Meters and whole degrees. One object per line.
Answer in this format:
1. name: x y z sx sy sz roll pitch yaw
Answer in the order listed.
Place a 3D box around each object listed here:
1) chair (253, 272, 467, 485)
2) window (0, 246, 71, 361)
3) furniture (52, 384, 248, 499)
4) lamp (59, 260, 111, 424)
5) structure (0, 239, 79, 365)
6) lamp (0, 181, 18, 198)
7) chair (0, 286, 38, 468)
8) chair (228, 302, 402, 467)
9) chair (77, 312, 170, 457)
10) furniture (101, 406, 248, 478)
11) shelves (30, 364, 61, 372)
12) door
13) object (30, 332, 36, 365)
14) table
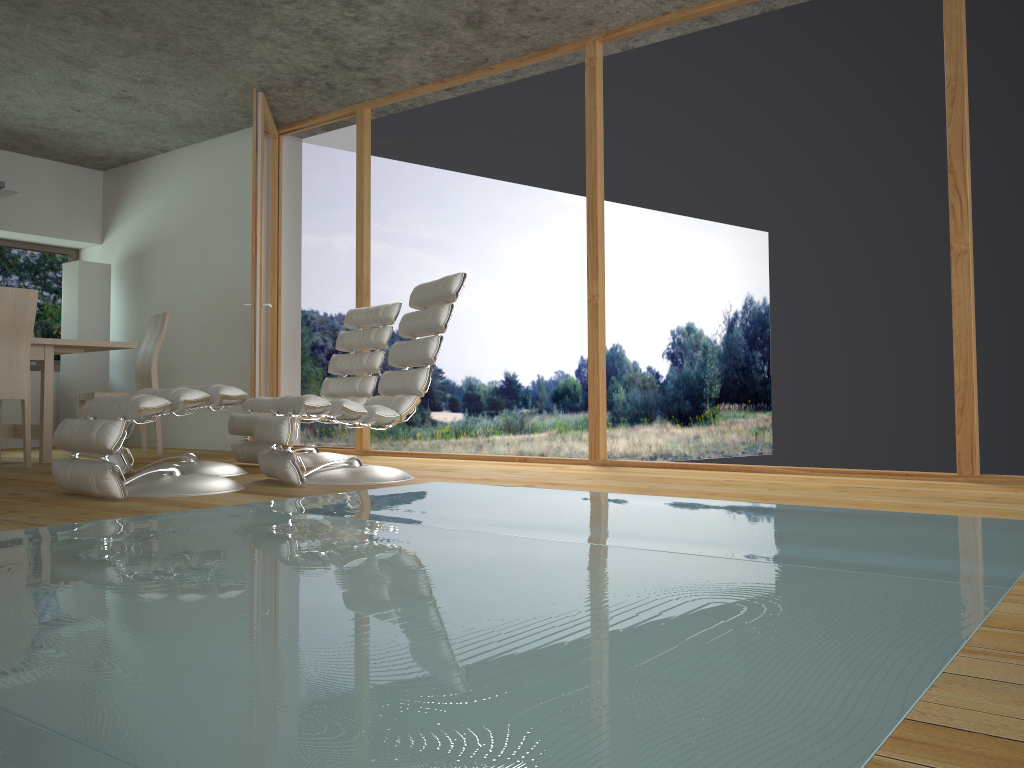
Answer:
1. chair: -0.713 -0.037 4.182 0.913 0.970 0.569 1 -3 -28
2. window: -5.296 -0.723 6.454 0.012 0.979 4.184 -2 -2 36
3. furniture: -1.440 0.221 3.639 0.569 0.440 0.685 -2 -2 43
4. lamp: -3.608 -0.271 7.496 0.280 1.502 0.280 -2 -3 36
5. structure: -5.300 -0.700 6.088 0.525 1.155 4.872 -2 -2 36
6. lamp: -3.773 -1.606 5.269 0.290 0.720 1.489 -2 -2 36
7. chair: -3.022 -0.031 5.065 0.506 1.018 0.404 -2 -3 36
8. chair: -1.160 -0.013 5.289 0.913 0.970 0.569 2 -3 -43
9. chair: -2.765 -0.007 6.318 0.506 1.018 0.404 2 -3 -40
10. furniture: -1.692 0.239 4.493 0.686 0.440 0.569 0 -2 -18
11. shelves: -5.279 -0.157 6.049 0.403 0.054 4.867 -1 -1 37
12. door: -1.738 -0.731 6.245 0.163 2.421 0.933 0 -3 -9
13. object: -4.122 -0.353 7.518 0.153 0.385 0.153 -2 -3 33
14. table: -3.688 0.105 5.157 1.199 0.757 2.499 -2 -2 39
